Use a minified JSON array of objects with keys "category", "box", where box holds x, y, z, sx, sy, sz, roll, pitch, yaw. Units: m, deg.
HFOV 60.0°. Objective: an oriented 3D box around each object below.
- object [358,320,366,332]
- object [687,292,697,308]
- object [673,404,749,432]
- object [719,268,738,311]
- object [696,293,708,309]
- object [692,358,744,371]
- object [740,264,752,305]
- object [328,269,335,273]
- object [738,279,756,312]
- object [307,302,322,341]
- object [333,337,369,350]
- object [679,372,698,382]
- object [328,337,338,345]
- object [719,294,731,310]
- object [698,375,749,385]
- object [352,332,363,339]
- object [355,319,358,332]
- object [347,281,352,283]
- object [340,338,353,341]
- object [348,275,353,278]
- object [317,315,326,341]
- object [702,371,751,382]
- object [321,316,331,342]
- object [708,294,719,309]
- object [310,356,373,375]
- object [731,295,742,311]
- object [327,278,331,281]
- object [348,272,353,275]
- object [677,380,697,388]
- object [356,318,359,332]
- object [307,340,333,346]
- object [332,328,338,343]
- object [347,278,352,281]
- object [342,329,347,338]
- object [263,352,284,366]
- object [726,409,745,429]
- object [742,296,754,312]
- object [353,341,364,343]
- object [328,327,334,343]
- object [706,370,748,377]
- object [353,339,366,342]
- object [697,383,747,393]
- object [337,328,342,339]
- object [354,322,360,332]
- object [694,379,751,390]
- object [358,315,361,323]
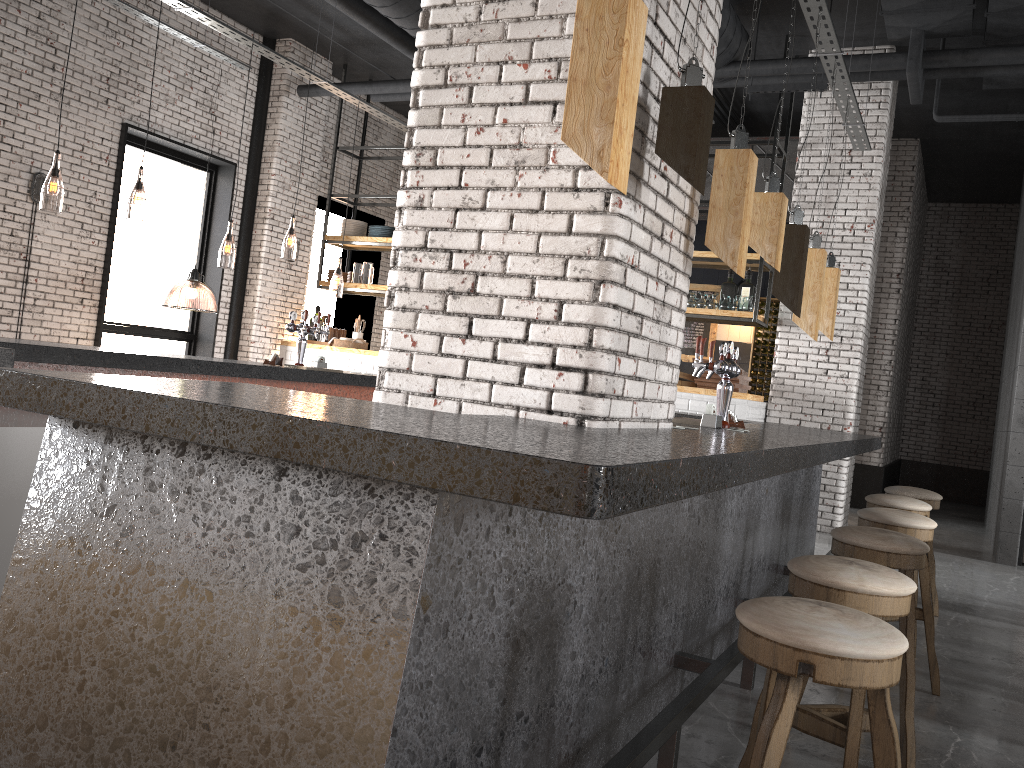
[{"category":"object","box":[-1.901,-0.629,11.097,0.124,0.358,0.076,6,-1,42]},{"category":"object","box":[1.921,-0.890,9.480,0.118,0.181,0.118,7,0,-9]},{"category":"object","box":[0.832,0.138,3.732,0.201,0.106,0.766,7,0,27]},{"category":"object","box":[2.321,-1.024,9.468,0.157,0.554,0.105,6,-1,31]},{"category":"object","box":[2.021,-0.877,9.408,0.118,0.181,0.118,7,0,-14]},{"category":"object","box":[2.084,-0.179,8.941,0.406,0.094,0.636,7,1,24]},{"category":"object","box":[2.493,-1.005,9.392,0.141,0.550,0.096,6,-1,31]},{"category":"object","box":[-2.319,-1.472,11.652,0.157,0.053,0.168,7,0,27]},{"category":"object","box":[2.486,-0.929,9.395,0.157,0.406,0.105,7,-1,31]},{"category":"object","box":[-2.493,-0.792,11.302,0.106,0.554,0.156,7,-1,26]},{"category":"object","box":[-2.004,-0.501,11.003,0.436,0.157,0.419,7,0,-1]},{"category":"object","box":[1.748,-0.092,9.190,0.439,0.154,0.437,7,0,-16]},{"category":"object","box":[-2.139,-0.519,11.017,0.283,0.111,0.187,7,0,-27]},{"category":"object","box":[2.239,-0.850,9.302,0.118,0.181,0.118,7,0,3]},{"category":"object","box":[2.142,-0.038,8.972,0.405,0.044,0.635,7,1,23]},{"category":"object","box":[-1.940,-0.544,11.112,0.129,0.204,0.129,7,0,-28]},{"category":"object","box":[-1.959,-0.646,11.150,0.026,0.356,0.087,7,-1,-40]},{"category":"object","box":[-2.120,-1.325,11.707,0.157,0.053,0.168,7,0,32]},{"category":"object","box":[-2.035,-0.531,10.904,0.160,0.078,0.160,7,0,5]},{"category":"object","box":[-2.110,-1.406,11.708,0.157,0.053,0.168,7,0,32]},{"category":"object","box":[-2.407,-0.688,11.266,0.070,0.368,0.107,7,-1,26]},{"category":"object","box":[2.147,-0.082,8.973,0.405,0.044,0.635,7,1,27]},{"category":"object","box":[-2.348,-0.681,11.238,0.070,0.368,0.107,7,-1,26]},{"category":"object","box":[2.126,-0.864,9.344,0.118,0.181,0.118,7,0,-30]},{"category":"object","box":[-1.369,-0.154,6.969,0.201,0.106,0.766,7,0,27]},{"category":"object","box":[2.354,-0.836,9.264,0.118,0.181,0.118,7,0,10]},{"category":"object","box":[-2.333,-1.350,11.651,0.157,0.053,0.168,7,0,27]},{"category":"object","box":[-2.105,-1.447,11.708,0.157,0.053,0.168,7,0,32]},{"category":"object","box":[1.736,-0.026,9.188,0.436,0.097,0.437,6,1,-38]},{"category":"object","box":[-1.940,-0.638,11.064,0.033,0.370,0.137,7,-1,-7]},{"category":"object","box":[-2.373,-0.507,11.352,0.412,0.050,0.411,7,1,26]},{"category":"object","box":[-2.250,-0.595,11.269,0.056,0.249,0.056,7,-1,-11]},{"category":"object","box":[-2.114,-1.370,11.707,0.157,0.053,0.168,7,0,32]},{"category":"object","box":[-2.172,-0.587,11.424,0.056,0.249,0.056,7,-1,-11]},{"category":"object","box":[-1.664,-0.175,6.193,0.091,0.091,0.177,7,0,2]},{"category":"object","box":[1.125,0.173,4.508,0.091,0.091,0.177,7,0,2]},{"category":"object","box":[2.440,-0.825,9.162,0.118,0.181,0.118,7,0,-39]},{"category":"object","box":[-1.889,-0.495,10.967,0.160,0.075,0.160,7,0,-10]},{"category":"object","box":[-2.289,-0.599,11.191,0.056,0.249,0.056,7,-1,-11]},{"category":"object","box":[2.153,-0.126,8.973,0.405,0.044,0.635,7,1,20]},{"category":"object","box":[-1.888,-0.514,10.969,0.160,0.078,0.160,7,0,-10]},{"category":"object","box":[2.132,0.050,8.971,0.405,0.044,0.635,7,1,22]},{"category":"object","box":[-2.211,-0.591,11.346,0.056,0.249,0.056,7,-1,-11]},{"category":"object","box":[-1.958,-0.614,11.115,0.071,0.328,0.052,7,-1,-17]},{"category":"object","box":[2.137,0.006,8.972,0.405,0.044,0.635,7,1,29]},{"category":"object","box":[-1.930,-0.727,11.174,0.017,0.289,0.090,7,-1,-26]}]
